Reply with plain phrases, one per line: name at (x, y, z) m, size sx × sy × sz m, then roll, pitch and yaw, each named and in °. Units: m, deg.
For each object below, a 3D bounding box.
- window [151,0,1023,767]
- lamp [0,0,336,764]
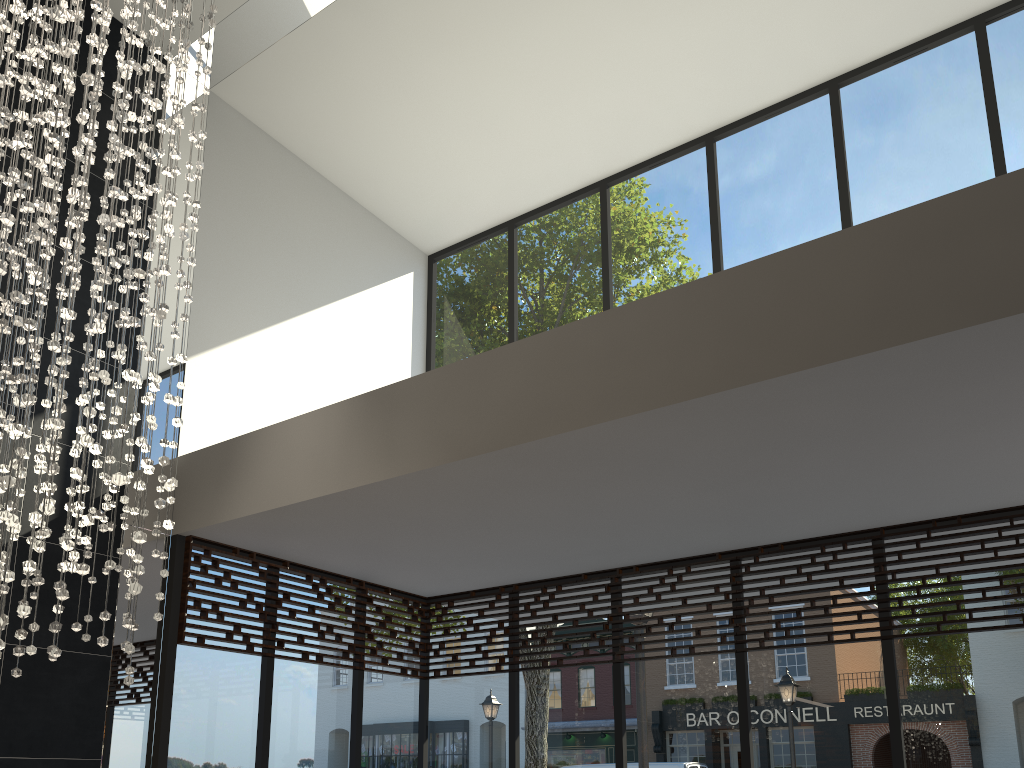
window at (1.155, 0.404, 4.460) m, size 6.290 × 5.624 × 2.453 m, roll -14°, pitch -20°, yaw 33°
lamp at (-3.944, -44.106, 6.608) m, size 406.423 × 106.786 × 421.474 m, roll 13°, pitch -27°, yaw -27°
